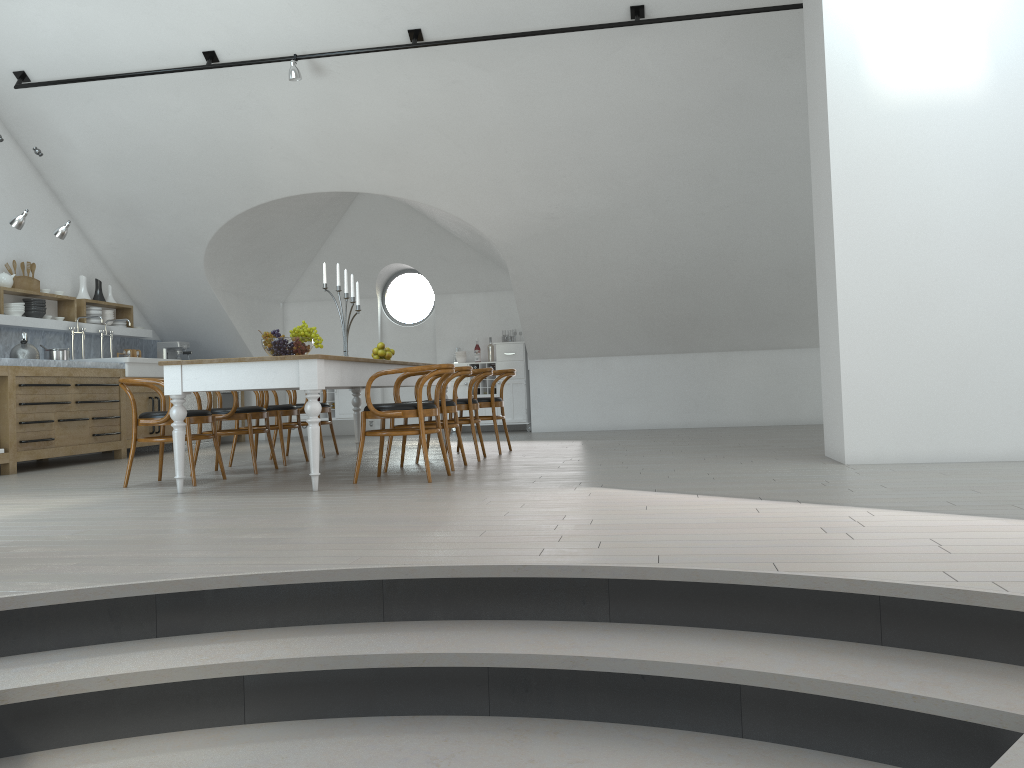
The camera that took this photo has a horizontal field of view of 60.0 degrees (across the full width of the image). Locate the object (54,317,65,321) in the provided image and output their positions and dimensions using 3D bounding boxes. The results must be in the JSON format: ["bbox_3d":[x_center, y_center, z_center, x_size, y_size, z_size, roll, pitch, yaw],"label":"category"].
[{"bbox_3d":[-4.732,-0.673,9.270,0.098,0.049,0.098,-2,-1,7],"label":"object"}]

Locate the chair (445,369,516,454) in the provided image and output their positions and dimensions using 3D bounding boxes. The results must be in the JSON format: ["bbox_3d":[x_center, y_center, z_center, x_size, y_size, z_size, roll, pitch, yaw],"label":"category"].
[{"bbox_3d":[-0.259,0.244,7.832,0.621,0.735,0.527,-2,-1,12],"label":"chair"}]

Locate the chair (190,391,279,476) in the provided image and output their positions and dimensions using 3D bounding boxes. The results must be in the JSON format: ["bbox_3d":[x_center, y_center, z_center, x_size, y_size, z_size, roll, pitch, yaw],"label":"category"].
[{"bbox_3d":[-2.156,0.308,6.727,0.621,0.735,0.527,-2,-1,6],"label":"chair"}]

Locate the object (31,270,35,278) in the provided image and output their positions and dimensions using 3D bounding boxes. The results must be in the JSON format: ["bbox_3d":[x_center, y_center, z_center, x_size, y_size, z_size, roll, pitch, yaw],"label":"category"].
[{"bbox_3d":[-4.829,-1.069,8.945,0.030,0.294,0.057,-2,-2,9],"label":"object"}]

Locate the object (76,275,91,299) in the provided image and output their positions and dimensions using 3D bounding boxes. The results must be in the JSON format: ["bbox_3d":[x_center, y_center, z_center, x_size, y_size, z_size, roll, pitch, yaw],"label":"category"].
[{"bbox_3d":[-4.678,-1.047,9.672,0.156,0.268,0.156,-2,-2,-2],"label":"object"}]

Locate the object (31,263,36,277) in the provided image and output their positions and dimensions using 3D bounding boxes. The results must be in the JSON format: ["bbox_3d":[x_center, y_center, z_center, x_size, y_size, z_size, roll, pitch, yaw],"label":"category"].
[{"bbox_3d":[-4.818,-1.070,8.905,0.039,0.298,0.067,-2,-2,9],"label":"object"}]

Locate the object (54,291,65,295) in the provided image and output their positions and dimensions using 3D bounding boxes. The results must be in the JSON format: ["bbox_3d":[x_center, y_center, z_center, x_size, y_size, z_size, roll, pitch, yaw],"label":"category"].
[{"bbox_3d":[-4.741,-0.941,9.286,0.098,0.049,0.098,-2,-1,7],"label":"object"}]

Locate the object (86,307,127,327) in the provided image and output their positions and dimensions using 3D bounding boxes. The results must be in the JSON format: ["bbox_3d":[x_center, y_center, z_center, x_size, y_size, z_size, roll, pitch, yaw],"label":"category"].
[{"bbox_3d":[-4.591,-0.744,9.999,0.198,0.196,0.656,-2,0,9],"label":"object"}]

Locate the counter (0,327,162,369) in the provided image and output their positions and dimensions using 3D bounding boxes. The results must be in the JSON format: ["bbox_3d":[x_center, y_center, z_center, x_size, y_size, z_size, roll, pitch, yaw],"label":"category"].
[{"bbox_3d":[-4.482,-0.444,8.483,0.961,0.620,6.572,-2,0,9],"label":"counter"}]

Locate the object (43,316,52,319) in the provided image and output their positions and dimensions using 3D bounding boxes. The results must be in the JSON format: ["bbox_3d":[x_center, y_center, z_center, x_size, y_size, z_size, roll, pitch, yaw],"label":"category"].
[{"bbox_3d":[-4.764,-0.673,9.080,0.098,0.049,0.098,-2,-1,7],"label":"object"}]

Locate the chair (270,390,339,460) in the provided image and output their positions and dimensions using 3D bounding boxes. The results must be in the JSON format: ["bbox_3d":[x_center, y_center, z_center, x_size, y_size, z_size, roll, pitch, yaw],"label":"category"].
[{"bbox_3d":[-1.966,0.309,8.166,0.621,0.735,0.527,-2,-1,6],"label":"chair"}]

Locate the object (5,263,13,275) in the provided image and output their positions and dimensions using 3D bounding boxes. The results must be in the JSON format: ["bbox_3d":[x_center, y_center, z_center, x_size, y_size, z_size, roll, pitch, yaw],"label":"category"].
[{"bbox_3d":[-4.874,-1.053,8.657,0.016,0.259,0.199,-3,-2,20],"label":"object"}]

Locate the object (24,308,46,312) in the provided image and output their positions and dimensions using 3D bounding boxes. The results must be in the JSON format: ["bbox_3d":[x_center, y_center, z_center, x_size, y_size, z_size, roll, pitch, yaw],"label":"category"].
[{"bbox_3d":[-4.778,-0.710,8.869,0.205,0.086,0.205,-2,-1,-43],"label":"object"}]

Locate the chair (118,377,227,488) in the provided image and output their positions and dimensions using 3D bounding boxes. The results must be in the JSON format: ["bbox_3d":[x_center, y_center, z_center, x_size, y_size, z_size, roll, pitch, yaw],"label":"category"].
[{"bbox_3d":[-2.335,0.311,6.022,0.621,0.735,0.527,-2,-1,9],"label":"chair"}]

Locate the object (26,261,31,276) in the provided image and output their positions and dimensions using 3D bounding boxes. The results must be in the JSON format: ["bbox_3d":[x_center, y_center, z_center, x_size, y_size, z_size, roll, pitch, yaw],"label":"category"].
[{"bbox_3d":[-4.826,-1.071,8.842,0.019,0.299,0.057,-2,-2,9],"label":"object"}]

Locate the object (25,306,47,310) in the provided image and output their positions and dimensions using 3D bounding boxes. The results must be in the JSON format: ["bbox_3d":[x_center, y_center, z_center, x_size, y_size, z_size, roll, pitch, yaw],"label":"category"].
[{"bbox_3d":[-4.773,-0.737,8.872,0.205,0.086,0.205,-2,-1,-38],"label":"object"}]

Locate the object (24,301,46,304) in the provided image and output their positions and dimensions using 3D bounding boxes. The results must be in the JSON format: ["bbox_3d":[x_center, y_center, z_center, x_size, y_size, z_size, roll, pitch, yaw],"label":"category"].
[{"bbox_3d":[-4.783,-0.784,8.878,0.205,0.084,0.205,-3,-1,37],"label":"object"}]

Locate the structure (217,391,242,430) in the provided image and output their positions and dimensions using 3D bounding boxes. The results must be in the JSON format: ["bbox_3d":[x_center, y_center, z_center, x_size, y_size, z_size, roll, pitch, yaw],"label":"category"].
[{"bbox_3d":[-3.819,0.256,11.126,0.630,0.637,0.632,-2,-1,9],"label":"structure"}]

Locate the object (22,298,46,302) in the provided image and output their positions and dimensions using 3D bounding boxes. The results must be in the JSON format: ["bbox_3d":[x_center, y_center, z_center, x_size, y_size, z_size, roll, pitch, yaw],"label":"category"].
[{"bbox_3d":[-4.787,-0.812,8.878,0.205,0.080,0.205,-2,-1,12],"label":"object"}]

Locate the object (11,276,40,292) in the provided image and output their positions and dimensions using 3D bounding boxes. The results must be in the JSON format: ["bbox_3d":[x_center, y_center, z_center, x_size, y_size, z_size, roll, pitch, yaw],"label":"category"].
[{"bbox_3d":[-4.838,-0.991,8.807,0.084,0.158,0.353,-2,-1,9],"label":"object"}]

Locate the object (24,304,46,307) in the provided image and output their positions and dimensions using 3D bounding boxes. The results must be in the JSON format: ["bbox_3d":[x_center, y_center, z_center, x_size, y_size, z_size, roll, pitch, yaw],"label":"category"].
[{"bbox_3d":[-4.780,-0.759,8.874,0.205,0.072,0.205,-2,0,-3],"label":"object"}]

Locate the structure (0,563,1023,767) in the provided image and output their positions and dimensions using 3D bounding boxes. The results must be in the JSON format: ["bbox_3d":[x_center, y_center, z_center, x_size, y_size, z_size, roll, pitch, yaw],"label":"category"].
[{"bbox_3d":[-0.376,0.923,0.581,4.710,0.694,4.704,-2,0,-36],"label":"structure"}]

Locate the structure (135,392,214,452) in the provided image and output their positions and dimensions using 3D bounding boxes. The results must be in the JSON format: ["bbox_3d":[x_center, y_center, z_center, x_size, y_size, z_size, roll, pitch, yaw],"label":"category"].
[{"bbox_3d":[-3.944,0.352,10.378,0.598,0.823,0.723,-2,-1,9],"label":"structure"}]

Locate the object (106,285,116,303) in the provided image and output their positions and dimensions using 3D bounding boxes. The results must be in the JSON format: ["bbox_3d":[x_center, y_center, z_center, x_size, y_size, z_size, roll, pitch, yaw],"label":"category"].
[{"bbox_3d":[-4.602,-1.023,10.153,0.156,0.219,0.156,-2,-1,-9],"label":"object"}]

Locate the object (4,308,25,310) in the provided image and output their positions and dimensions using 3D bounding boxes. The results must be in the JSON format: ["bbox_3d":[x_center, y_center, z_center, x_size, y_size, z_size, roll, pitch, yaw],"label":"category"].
[{"bbox_3d":[-4.825,-0.701,8.589,0.181,0.065,0.181,-2,-1,-43],"label":"object"}]

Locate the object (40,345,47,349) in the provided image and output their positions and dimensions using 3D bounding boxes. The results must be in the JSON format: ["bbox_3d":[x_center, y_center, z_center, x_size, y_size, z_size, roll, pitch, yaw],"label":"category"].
[{"bbox_3d":[-4.376,-0.296,8.411,0.236,0.167,0.051,-2,-2,5],"label":"object"}]

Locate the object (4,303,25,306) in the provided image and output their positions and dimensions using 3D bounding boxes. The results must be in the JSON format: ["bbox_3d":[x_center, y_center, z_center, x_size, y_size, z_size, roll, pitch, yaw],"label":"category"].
[{"bbox_3d":[-4.826,-0.753,8.595,0.181,0.076,0.181,-2,-1,-43],"label":"object"}]

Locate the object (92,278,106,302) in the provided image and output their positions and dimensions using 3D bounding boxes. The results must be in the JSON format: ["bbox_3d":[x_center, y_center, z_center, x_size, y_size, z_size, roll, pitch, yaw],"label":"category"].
[{"bbox_3d":[-4.631,-1.048,9.931,0.156,0.268,0.156,-2,-2,14],"label":"object"}]

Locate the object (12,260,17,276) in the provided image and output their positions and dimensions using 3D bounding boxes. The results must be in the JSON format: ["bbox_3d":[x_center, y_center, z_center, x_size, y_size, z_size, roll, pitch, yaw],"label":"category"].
[{"bbox_3d":[-4.871,-1.071,8.694,0.027,0.299,0.055,-2,-2,9],"label":"object"}]

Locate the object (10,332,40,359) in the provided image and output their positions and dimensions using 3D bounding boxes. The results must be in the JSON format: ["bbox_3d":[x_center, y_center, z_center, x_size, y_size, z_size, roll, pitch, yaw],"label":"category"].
[{"bbox_3d":[-4.405,-0.336,8.012,0.246,0.268,0.246,-3,-1,19],"label":"object"}]

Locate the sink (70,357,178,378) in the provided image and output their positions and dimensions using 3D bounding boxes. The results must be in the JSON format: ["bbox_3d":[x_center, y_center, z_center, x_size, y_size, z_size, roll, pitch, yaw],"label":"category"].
[{"bbox_3d":[-4.131,-0.158,9.482,0.727,0.202,1.020,-2,0,9],"label":"sink"}]

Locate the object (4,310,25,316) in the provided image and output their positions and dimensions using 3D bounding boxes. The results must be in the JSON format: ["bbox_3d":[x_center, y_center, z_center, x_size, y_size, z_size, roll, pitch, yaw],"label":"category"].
[{"bbox_3d":[-4.824,-0.678,8.589,0.181,0.064,0.181,-2,-1,32],"label":"object"}]

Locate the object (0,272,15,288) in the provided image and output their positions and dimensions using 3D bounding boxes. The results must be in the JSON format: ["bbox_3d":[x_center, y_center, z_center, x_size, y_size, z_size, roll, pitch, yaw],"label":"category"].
[{"bbox_3d":[-4.881,-0.996,8.500,0.174,0.169,0.167,-2,-1,-7],"label":"object"}]

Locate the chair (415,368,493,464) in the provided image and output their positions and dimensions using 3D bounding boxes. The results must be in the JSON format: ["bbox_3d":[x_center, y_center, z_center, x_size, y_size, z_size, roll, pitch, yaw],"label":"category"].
[{"bbox_3d":[-0.446,0.247,7.130,0.621,0.735,0.527,-2,-1,5],"label":"chair"}]

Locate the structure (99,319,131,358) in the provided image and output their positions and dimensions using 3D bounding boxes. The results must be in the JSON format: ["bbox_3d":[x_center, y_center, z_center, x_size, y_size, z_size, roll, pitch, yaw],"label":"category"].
[{"bbox_3d":[-4.373,-0.449,9.815,0.332,0.530,0.214,-2,-2,-10],"label":"structure"}]

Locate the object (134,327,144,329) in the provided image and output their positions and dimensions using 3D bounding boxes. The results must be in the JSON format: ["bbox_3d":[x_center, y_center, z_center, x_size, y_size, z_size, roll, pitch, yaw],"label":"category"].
[{"bbox_3d":[-4.500,-0.654,10.585,0.213,0.025,0.213,-2,0,-3],"label":"object"}]

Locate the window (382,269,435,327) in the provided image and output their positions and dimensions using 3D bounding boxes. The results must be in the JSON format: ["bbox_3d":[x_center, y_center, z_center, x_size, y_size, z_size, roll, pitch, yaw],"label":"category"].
[{"bbox_3d":[-1.420,-1.197,12.360,0.899,0.901,0.060,-2,-2,9],"label":"window"}]

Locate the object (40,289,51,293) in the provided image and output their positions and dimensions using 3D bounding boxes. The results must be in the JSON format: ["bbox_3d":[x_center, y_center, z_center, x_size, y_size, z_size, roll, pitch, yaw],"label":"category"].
[{"bbox_3d":[-4.776,-0.941,9.074,0.098,0.049,0.098,-2,-1,7],"label":"object"}]

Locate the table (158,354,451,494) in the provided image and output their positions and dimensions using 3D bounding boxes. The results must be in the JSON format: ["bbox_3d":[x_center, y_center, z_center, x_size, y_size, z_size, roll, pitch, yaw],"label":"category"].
[{"bbox_3d":[-1.327,0.243,6.861,1.018,0.799,3.347,-2,0,9],"label":"table"}]

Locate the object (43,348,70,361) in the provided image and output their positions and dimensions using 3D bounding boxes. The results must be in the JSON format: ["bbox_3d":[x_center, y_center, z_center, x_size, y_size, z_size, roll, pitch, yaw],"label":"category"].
[{"bbox_3d":[-4.329,-0.272,8.483,0.232,0.170,0.394,-2,-1,-11],"label":"object"}]

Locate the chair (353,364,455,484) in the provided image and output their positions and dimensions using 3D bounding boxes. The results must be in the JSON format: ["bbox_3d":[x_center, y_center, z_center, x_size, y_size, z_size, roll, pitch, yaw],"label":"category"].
[{"bbox_3d":[-0.661,0.248,5.692,0.621,0.735,0.527,-2,-1,13],"label":"chair"}]

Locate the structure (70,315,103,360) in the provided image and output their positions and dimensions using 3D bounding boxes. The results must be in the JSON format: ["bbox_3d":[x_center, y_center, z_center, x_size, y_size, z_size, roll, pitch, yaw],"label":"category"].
[{"bbox_3d":[-4.453,-0.449,9.334,0.332,0.530,0.214,-2,-2,-10],"label":"structure"}]

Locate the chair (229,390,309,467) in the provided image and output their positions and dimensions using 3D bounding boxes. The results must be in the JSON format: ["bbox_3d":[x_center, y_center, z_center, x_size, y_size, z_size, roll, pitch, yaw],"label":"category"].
[{"bbox_3d":[-2.095,0.310,7.455,0.621,0.735,0.527,-2,-1,13],"label":"chair"}]

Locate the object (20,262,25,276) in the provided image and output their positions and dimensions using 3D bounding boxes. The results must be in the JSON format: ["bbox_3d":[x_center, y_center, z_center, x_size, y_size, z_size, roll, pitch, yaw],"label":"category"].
[{"bbox_3d":[-4.851,-1.070,8.812,0.040,0.299,0.061,-2,-2,7],"label":"object"}]

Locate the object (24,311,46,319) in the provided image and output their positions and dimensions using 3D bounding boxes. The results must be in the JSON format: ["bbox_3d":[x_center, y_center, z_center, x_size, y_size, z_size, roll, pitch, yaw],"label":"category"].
[{"bbox_3d":[-4.777,-0.683,8.869,0.205,0.072,0.205,-2,0,-3],"label":"object"}]

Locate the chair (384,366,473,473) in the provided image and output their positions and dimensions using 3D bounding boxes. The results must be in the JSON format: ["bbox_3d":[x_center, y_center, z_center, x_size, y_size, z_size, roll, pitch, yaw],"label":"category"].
[{"bbox_3d":[-0.581,0.249,6.415,0.621,0.735,0.527,-2,-1,9],"label":"chair"}]

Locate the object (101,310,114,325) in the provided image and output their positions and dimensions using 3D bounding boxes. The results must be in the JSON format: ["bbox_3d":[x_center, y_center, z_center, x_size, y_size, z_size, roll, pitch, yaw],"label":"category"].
[{"bbox_3d":[-4.567,-0.747,9.996,0.154,0.160,0.158,-3,-1,38],"label":"object"}]

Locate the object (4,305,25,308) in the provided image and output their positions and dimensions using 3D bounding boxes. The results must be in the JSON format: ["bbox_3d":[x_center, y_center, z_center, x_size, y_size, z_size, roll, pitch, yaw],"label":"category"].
[{"bbox_3d":[-4.825,-0.724,8.593,0.181,0.069,0.181,-2,-1,27],"label":"object"}]
